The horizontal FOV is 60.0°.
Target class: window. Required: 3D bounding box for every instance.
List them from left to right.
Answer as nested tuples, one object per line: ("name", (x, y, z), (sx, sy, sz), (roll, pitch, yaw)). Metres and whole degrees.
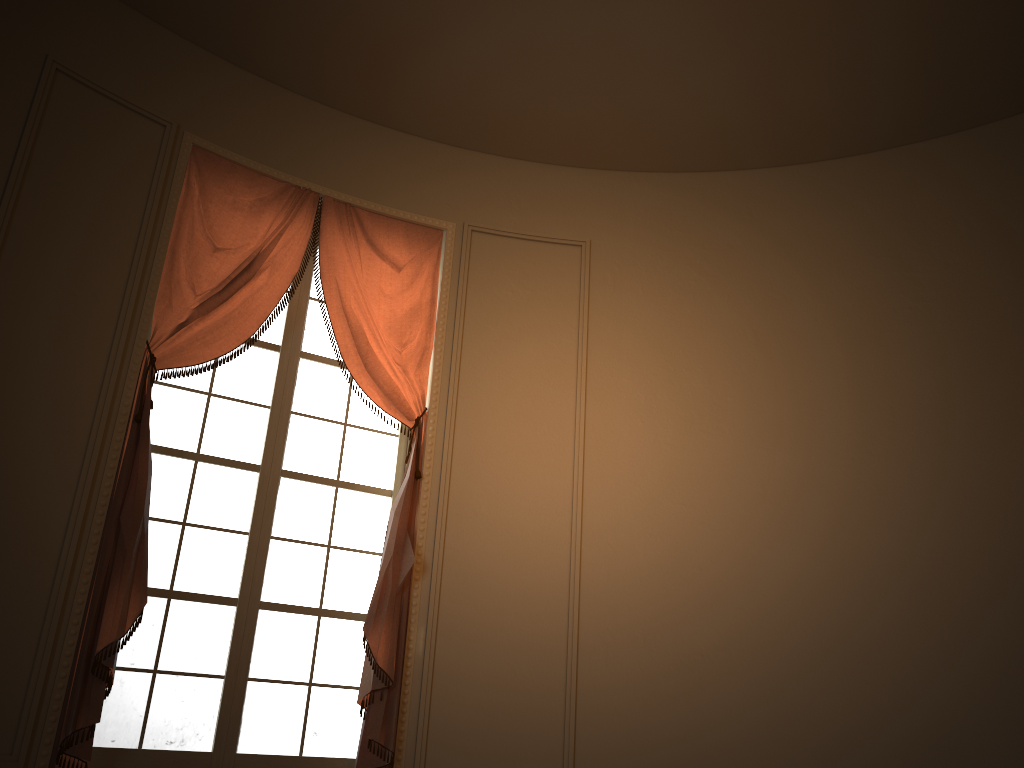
("window", (-1.137, 0.401, 4.171), (1.335, 2.798, 0.047), (15, -24, -27))

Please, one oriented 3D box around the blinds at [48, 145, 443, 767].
("blinds", (-1.000, 0.373, 3.923), (1.363, 2.936, 0.283), (15, -24, -27))
